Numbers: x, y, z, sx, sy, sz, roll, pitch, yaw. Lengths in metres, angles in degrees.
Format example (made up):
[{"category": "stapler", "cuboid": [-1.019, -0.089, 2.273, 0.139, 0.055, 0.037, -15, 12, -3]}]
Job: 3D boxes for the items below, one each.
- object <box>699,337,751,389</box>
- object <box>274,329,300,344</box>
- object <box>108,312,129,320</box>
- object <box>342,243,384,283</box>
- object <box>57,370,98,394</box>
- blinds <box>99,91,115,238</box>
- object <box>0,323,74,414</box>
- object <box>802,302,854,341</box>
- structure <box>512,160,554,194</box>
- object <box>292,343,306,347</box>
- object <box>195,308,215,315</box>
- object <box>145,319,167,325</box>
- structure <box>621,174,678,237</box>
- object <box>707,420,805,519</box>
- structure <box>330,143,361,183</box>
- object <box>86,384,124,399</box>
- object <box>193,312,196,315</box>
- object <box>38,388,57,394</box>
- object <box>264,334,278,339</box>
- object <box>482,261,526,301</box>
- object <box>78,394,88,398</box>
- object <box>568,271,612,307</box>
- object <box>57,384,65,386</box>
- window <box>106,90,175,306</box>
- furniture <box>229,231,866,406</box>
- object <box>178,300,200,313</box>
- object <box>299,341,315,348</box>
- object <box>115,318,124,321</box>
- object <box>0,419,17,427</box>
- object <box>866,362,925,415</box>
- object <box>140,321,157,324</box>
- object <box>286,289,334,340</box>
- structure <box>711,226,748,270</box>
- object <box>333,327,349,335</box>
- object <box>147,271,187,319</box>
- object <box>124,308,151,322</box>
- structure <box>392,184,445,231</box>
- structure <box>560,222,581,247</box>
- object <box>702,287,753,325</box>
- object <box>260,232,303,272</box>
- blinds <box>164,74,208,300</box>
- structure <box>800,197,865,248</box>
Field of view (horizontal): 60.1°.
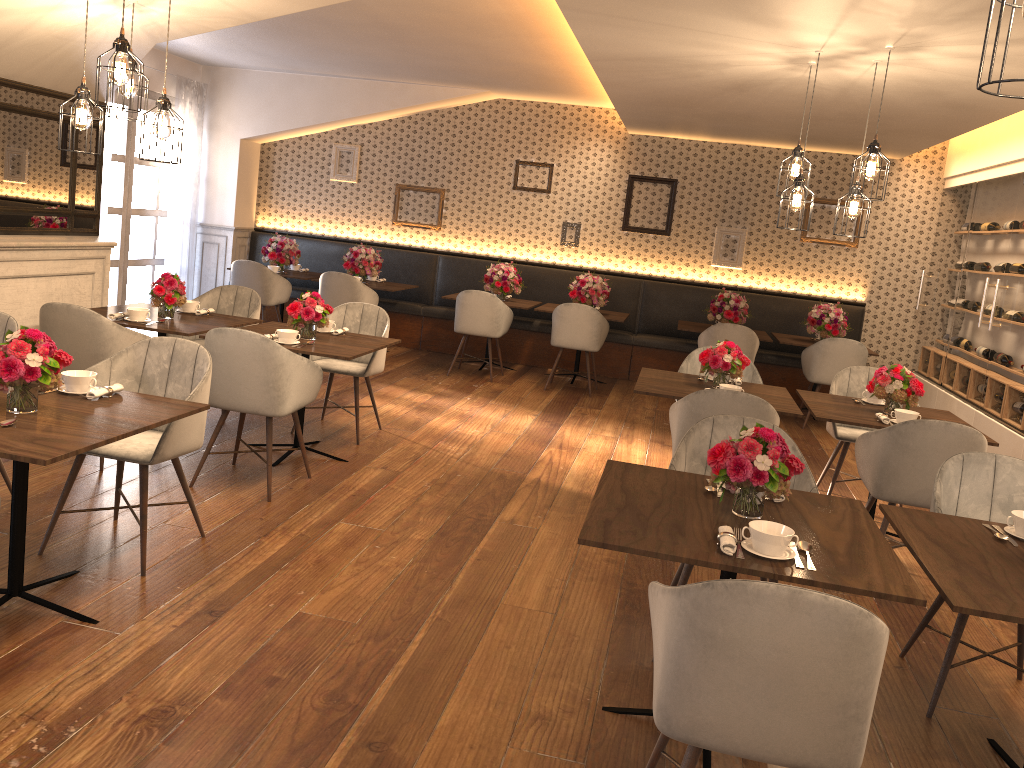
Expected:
[{"category": "object", "cuboid": [1.246, -0.122, 5.193, 0.305, 0.299, 0.236, 5, 9, -12]}, {"category": "object", "cuboid": [-1.277, -0.267, 5.029, 0.148, 0.072, 0.149, 3, 10, -22]}, {"category": "object", "cuboid": [-2.311, -0.404, 5.223, 0.056, 0.039, 0.177, 8, 10, 10]}, {"category": "object", "cuboid": [-1.596, -1.297, 9.487, 0.419, 0.422, 0.409, 6, 9, -1]}, {"category": "object", "cuboid": [-1.647, -0.005, 3.365, 0.148, 0.072, 0.149, 3, 10, -22]}, {"category": "blinds", "cuboid": [-4.045, -1.815, 8.403, 0.134, 2.679, 0.691, 8, 7, 10]}, {"category": "object", "cuboid": [-1.651, -0.057, 3.005, 0.235, 0.299, 0.306, 11, 10, 29]}, {"category": "object", "cuboid": [3.071, -0.603, 8.632, 0.419, 0.422, 0.409, 0, 11, -36]}, {"category": "structure", "cuboid": [0.241, -2.350, 10.052, 0.449, 0.342, 0.016, 8, 7, 10]}, {"category": "object", "cuboid": [-1.200, -0.226, 5.045, 0.022, 0.004, 0.212, 8, 10, 10]}, {"category": "object", "cuboid": [-2.005, -0.472, 5.783, 0.056, 0.039, 0.177, 8, 10, 10]}, {"category": "object", "cuboid": [-2.095, -0.364, 5.204, 0.043, 0.015, 0.198, 9, 11, 14]}, {"category": "structure", "cuboid": [1.527, -1.982, 9.828, 0.545, 0.628, 0.035, 8, 7, 10]}, {"category": "object", "cuboid": [0.762, 0.265, 2.774, 0.305, 0.299, 0.236, 5, 9, -12]}, {"category": "structure", "cuboid": [-1.972, -2.612, 10.461, 0.340, 0.437, 0.035, 8, 7, 10]}, {"category": "object", "cuboid": [-1.538, 0.028, 3.347, 0.056, 0.039, 0.177, 8, 10, 10]}, {"category": "object", "cuboid": [-2.041, -0.468, 5.781, 0.025, 0.024, 0.194, 8, 10, 10]}, {"category": "object", "cuboid": [-1.732, 0.022, 3.358, 0.022, 0.004, 0.212, 8, 10, 10]}, {"category": "object", "cuboid": [-1.390, -0.267, 5.052, 0.056, 0.039, 0.177, 8, 10, 10]}, {"category": "object", "cuboid": [-0.095, -1.089, 9.299, 0.419, 0.422, 0.409, 0, 11, -36]}, {"category": "object", "cuboid": [-1.574, 0.031, 3.344, 0.025, 0.024, 0.194, 8, 10, 10]}, {"category": "object", "cuboid": [0.793, -0.939, 9.032, 0.420, 0.422, 0.408, 9, 9, 12]}, {"category": "object", "cuboid": [-1.764, 0.010, 3.370, 0.043, 0.015, 0.199, 8, 10, 6]}, {"category": "window", "cuboid": [-4.689, -0.763, 3.161, 0.495, 2.371, 14.630, 7, 10, 6]}, {"category": "furniture", "cuboid": [0.208, -0.770, 9.920, 7.098, 1.074, 0.544, 8, 8, 10]}, {"category": "object", "cuboid": [-2.114, -0.505, 5.801, 0.148, 0.072, 0.149, 3, 10, -22]}, {"category": "object", "cuboid": [-1.174, -0.226, 5.033, 0.043, 0.015, 0.198, 9, 11, 14]}, {"category": "object", "cuboid": [-2.276, -0.394, 5.227, 0.025, 0.024, 0.194, 8, 10, 10]}, {"category": "object", "cuboid": [-1.627, 0.136, 2.768, 0.043, 0.015, 0.198, 9, 11, 14]}, {"category": "object", "cuboid": [2.165, 0.021, 4.990, 0.307, 0.299, 0.235, 12, 10, 32]}, {"category": "object", "cuboid": [-2.121, -0.363, 5.217, 0.022, 0.004, 0.212, 8, 10, 10]}, {"category": "object", "cuboid": [-1.198, -0.418, 5.270, 0.235, 0.299, 0.306, 11, 10, 29]}, {"category": "structure", "cuboid": [2.380, -1.492, 9.699, 0.340, 0.437, 0.035, 8, 7, 10]}, {"category": "object", "cuboid": [-1.084, -0.334, 5.612, 0.056, 0.039, 0.177, 8, 10, 10]}, {"category": "object", "cuboid": [-2.115, -0.553, 5.429, 0.234, 0.299, 0.308, 4, 9, -14]}, {"category": "object", "cuboid": [-2.198, -0.405, 5.201, 0.148, 0.072, 0.149, 3, 10, -22]}, {"category": "structure", "cuboid": [-1.094, -2.066, 10.339, 0.602, 0.482, 0.033, 8, 7, 10]}, {"category": "structure", "cuboid": [0.665, -1.692, 10.032, 0.216, 0.275, 0.018, 8, 7, 10]}, {"category": "object", "cuboid": [2.153, -0.738, 8.792, 0.419, 0.422, 0.409, 0, 11, -37]}, {"category": "object", "cuboid": [-2.519, -1.436, 9.664, 0.419, 0.422, 0.409, 0, 11, -37]}, {"category": "blinds", "cuboid": [-3.711, -2.072, 10.017, 0.134, 2.679, 0.622, 8, 7, 10]}, {"category": "structure", "cuboid": [3.424, -1.729, 9.464, 0.602, 0.482, 0.033, 8, 7, 10]}]
